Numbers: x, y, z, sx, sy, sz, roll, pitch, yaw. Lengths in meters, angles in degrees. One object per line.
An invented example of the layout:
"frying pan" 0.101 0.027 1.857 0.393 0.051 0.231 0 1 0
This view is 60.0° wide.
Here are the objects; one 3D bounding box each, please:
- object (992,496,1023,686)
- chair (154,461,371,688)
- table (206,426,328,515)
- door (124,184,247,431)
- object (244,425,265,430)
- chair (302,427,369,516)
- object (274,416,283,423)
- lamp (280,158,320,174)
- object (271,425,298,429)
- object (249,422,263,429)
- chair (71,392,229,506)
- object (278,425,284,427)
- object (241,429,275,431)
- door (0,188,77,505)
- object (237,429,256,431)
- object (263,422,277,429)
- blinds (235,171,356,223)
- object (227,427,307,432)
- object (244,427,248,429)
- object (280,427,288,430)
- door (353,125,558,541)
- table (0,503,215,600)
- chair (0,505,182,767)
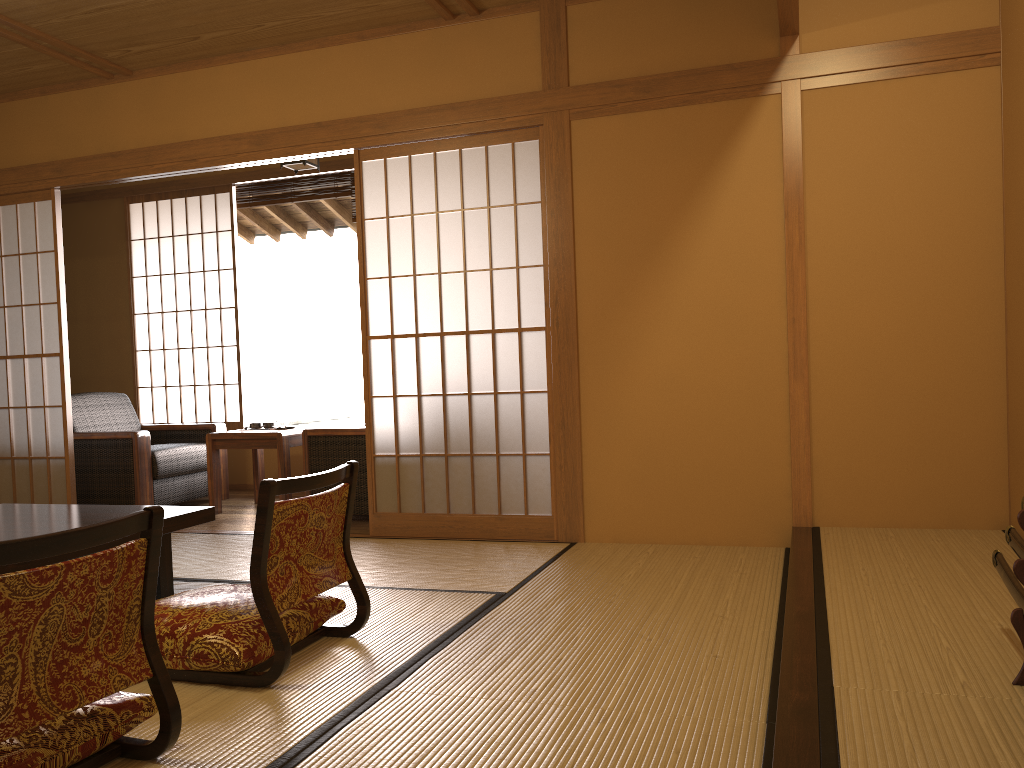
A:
"object" 1.075 0.444 1.761 0.104 0.398 1.020 -2 1 18
"chair" -0.844 0.524 2.610 0.699 0.547 0.582 -2 1 17
"table" -1.518 0.535 5.582 0.540 0.500 0.540 -2 1 18
"door" -2.507 -0.534 6.786 0.992 1.874 0.040 -2 2 18
"object" -1.617 0.274 5.570 0.130 0.026 0.038 -2 1 3
"chair" -0.627 0.370 5.239 0.944 0.780 0.872 -2 1 18
"object" -1.524 0.241 5.673 0.117 0.068 0.038 -2 2 -16
"lamp" -1.295 -1.633 5.362 0.330 0.682 0.330 -2 2 18
"object" -1.427 0.272 5.559 0.131 0.015 0.181 -3 1 -26
"object" -1.644 0.268 5.696 0.084 0.037 0.084 -3 1 -44
"chair" -2.520 0.433 5.869 0.944 0.780 0.872 -2 1 18
"object" -1.444 0.263 5.551 0.006 0.007 0.230 -2 1 -7
"object" -1.578 0.283 5.499 0.230 0.007 0.006 -2 1 14
"door" -3.015 -0.125 5.219 0.992 1.935 0.040 -2 2 18
"object" -1.603 0.284 5.524 0.230 0.007 0.006 -2 1 8
"object" -1.548 0.265 5.666 0.084 0.037 0.084 -2 1 10
"blinds" -1.152 -1.452 6.358 1.932 0.595 0.048 -2 2 18
"object" -1.526 0.285 5.573 0.401 0.003 0.300 -2 1 18
"object" -1.685 0.280 5.610 0.015 0.018 0.050 -3 1 -30
"object" -1.397 0.271 5.445 0.050 0.018 0.015 -2 1 5
"door" -0.277 -0.216 4.309 0.992 1.935 0.040 -2 2 18
"table" -1.692 0.647 2.887 0.995 0.357 0.994 -2 1 18
"chair" -1.107 0.544 1.799 0.687 0.547 0.582 -2 1 23
